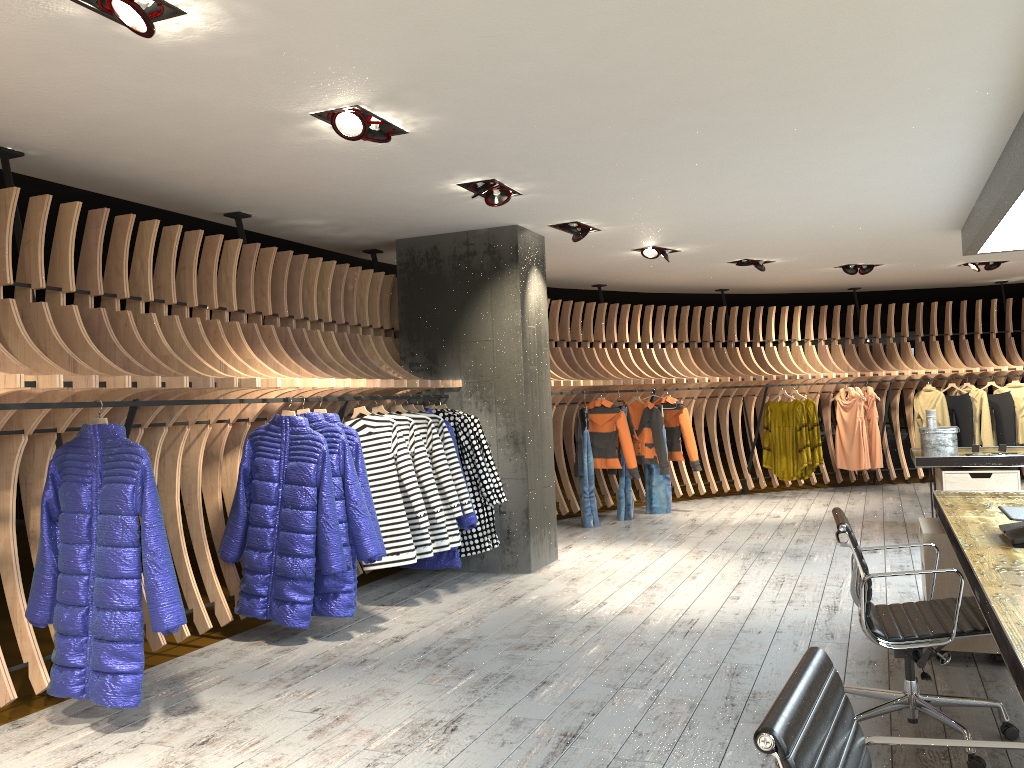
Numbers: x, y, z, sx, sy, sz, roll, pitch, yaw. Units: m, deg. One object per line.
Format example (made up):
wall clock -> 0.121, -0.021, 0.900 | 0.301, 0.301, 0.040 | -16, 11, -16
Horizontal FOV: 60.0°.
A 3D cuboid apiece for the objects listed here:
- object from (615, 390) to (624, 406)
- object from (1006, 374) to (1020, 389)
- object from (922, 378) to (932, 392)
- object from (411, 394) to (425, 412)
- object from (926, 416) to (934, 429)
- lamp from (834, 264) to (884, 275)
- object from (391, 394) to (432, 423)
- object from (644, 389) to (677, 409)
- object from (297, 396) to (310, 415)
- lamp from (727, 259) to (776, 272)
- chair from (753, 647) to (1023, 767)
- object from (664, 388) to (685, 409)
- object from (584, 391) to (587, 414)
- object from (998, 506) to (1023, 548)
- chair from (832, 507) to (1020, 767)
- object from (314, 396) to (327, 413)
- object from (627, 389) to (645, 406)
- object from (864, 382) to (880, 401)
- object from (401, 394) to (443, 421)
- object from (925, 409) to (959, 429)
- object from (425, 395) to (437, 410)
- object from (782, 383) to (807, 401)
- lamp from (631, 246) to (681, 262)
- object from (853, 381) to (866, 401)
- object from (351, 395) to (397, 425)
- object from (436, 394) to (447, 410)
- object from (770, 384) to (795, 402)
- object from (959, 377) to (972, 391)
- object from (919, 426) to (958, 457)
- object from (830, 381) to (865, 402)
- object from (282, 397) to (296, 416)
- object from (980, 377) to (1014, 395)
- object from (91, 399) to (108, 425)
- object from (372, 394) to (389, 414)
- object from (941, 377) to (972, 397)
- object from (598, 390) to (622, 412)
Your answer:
object -> 1.204, 0.185, 9.954 | 0.023, 0.243, 0.549 | -3, -1, 19
object -> 6.650, 0.007, 11.703 | 0.012, 0.270, 0.525 | 0, -2, -43
object -> 5.530, 0.057, 11.760 | 0.012, 0.270, 0.525 | -2, -1, -13
object -> -0.725, 0.213, 6.836 | 0.525, 0.270, 0.012 | -3, -2, 22
object -> 3.623, 0.333, 7.686 | 0.062, 0.109, 0.062 | -2, -2, -12
lamp -> 4.048, -1.413, 10.370 | 0.493, 0.298, 0.269 | -2, -2, -18
object -> -0.814, 0.229, 6.464 | 0.517, 0.313, 0.012 | -3, -2, 22
object -> 1.649, 0.174, 10.347 | 0.549, 0.243, 0.023 | -2, -2, -1
object -> -1.260, 0.216, 5.414 | 0.523, 0.291, 0.012 | -3, -2, 22
lamp -> 2.613, -1.370, 9.689 | 0.493, 0.293, 0.269 | -1, -2, -35
chair -> 0.747, 0.931, 1.390 | 0.667, 0.860, 0.693 | -3, -2, 19
object -> 1.843, 0.180, 10.495 | 0.012, 0.270, 0.525 | -1, -2, -38
object -> 0.784, 0.193, 9.517 | 0.023, 0.243, 0.549 | -3, -1, 4
object -> 2.019, 0.542, 3.373 | 0.261, 0.111, 0.373 | -3, -1, 22
chair -> 1.583, 0.937, 3.437 | 0.667, 0.860, 0.693 | -3, -2, 9
object -> -1.208, 0.208, 5.586 | 0.525, 0.270, 0.012 | -3, -2, 22
object -> 1.422, 0.193, 10.153 | 0.525, 0.270, 0.012 | -4, -2, 42
object -> 4.672, 0.087, 11.671 | 0.012, 0.270, 0.525 | -2, -1, -13
object -> -0.746, 0.229, 6.629 | 0.517, 0.313, 0.012 | -3, -2, 22
object -> 3.751, 0.322, 7.726 | 0.262, 0.204, 0.088 | -3, -2, 21
object -> -0.612, 0.241, 6.961 | 0.516, 0.316, 0.012 | -3, -2, 22
object -> 3.641, 0.128, 11.430 | 0.012, 0.270, 0.525 | -1, -2, -38
lamp -> 1.408, -1.339, 8.658 | 0.269, 0.296, 0.493 | -4, -2, 42
object -> 4.509, 0.094, 11.658 | 0.012, 0.270, 0.525 | -2, -1, -8
object -> -1.005, 0.228, 6.004 | 0.517, 0.313, 0.012 | -3, -2, 22
object -> -0.543, 0.239, 7.136 | 0.517, 0.313, 0.012 | -3, -2, 22
object -> 3.471, 0.134, 11.363 | 0.012, 0.270, 0.525 | -1, -2, -38
object -> 6.038, 0.036, 11.761 | 0.012, 0.270, 0.525 | -1, -2, -23
object -> 3.744, 0.503, 7.784 | 0.303, 0.239, 0.497 | -3, -1, 23
object -> 4.392, 0.098, 11.634 | 0.012, 0.270, 0.525 | -1, -2, -33
object -> -1.345, 0.222, 5.297 | 0.523, 0.292, 0.012 | -3, -2, 22
object -> 6.342, 0.022, 11.726 | 0.012, 0.270, 0.525 | 0, -2, -43
object -> -1.862, 0.204, 4.004 | 0.525, 0.270, 0.012 | -3, -2, 22
object -> -0.914, 0.228, 6.221 | 0.517, 0.313, 0.012 | -3, -2, 22
object -> 5.839, 0.043, 11.759 | 0.012, 0.270, 0.525 | -1, -2, -33
object -> 0.984, 0.201, 9.753 | 0.525, 0.270, 0.012 | -3, -2, 37
